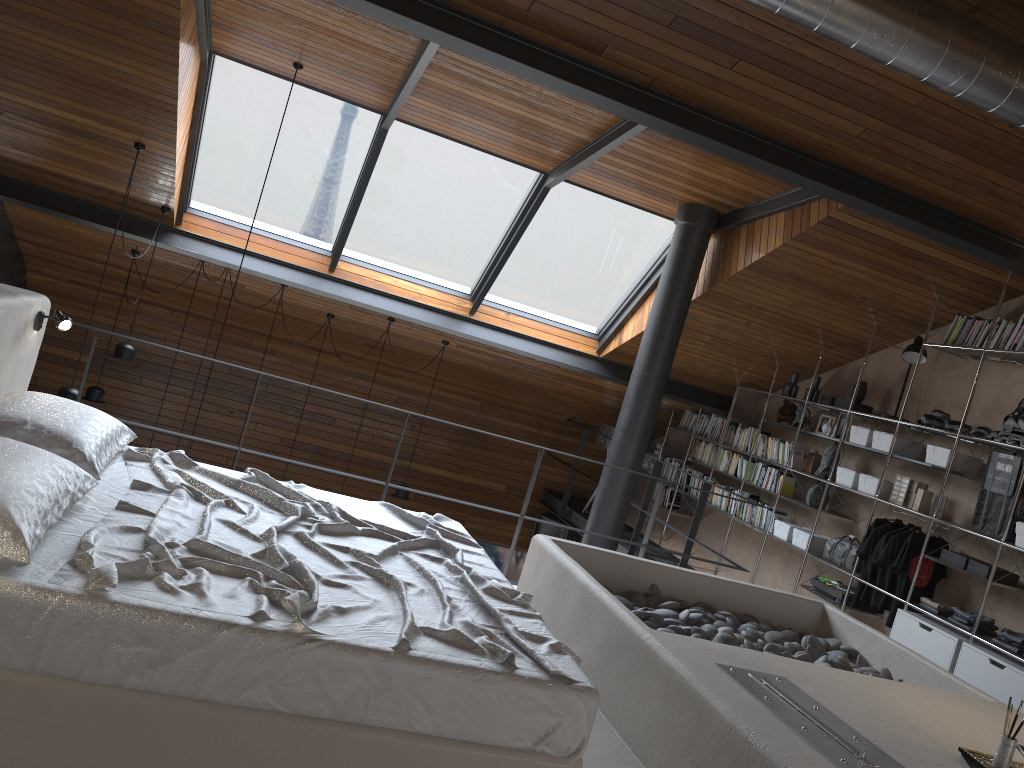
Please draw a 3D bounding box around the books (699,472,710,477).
[{"bbox_3d":[1.929,1.023,8.941,0.148,0.233,0.053,16,2,-17],"label":"books"}]

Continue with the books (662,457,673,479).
[{"bbox_3d":[1.735,0.933,9.596,0.191,0.255,0.012,16,2,-17],"label":"books"}]

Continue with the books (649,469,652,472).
[{"bbox_3d":[1.651,0.993,9.762,0.239,0.021,0.174,16,2,-11],"label":"books"}]

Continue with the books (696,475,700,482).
[{"bbox_3d":[1.912,1.027,8.872,0.171,0.218,0.047,16,2,-17],"label":"books"}]

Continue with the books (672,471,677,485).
[{"bbox_3d":[1.768,0.978,9.308,0.130,0.208,0.010,16,2,-17],"label":"books"}]

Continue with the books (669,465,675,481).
[{"bbox_3d":[1.750,0.973,9.404,0.143,0.199,0.019,16,2,-17],"label":"books"}]

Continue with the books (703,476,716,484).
[{"bbox_3d":[1.929,1.031,8.719,0.122,0.230,0.057,16,2,-17],"label":"books"}]

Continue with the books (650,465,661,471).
[{"bbox_3d":[1.668,0.949,9.761,0.258,0.016,0.181,16,2,-15],"label":"books"}]

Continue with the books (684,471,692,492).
[{"bbox_3d":[1.839,1.008,9.050,0.148,0.206,0.053,16,2,-17],"label":"books"}]

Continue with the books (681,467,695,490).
[{"bbox_3d":[1.824,0.986,9.125,0.143,0.235,0.055,16,2,-17],"label":"books"}]

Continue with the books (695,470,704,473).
[{"bbox_3d":[1.885,1.006,9.047,0.143,0.236,0.062,16,2,-17],"label":"books"}]

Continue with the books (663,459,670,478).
[{"bbox_3d":[1.721,0.941,9.568,0.148,0.234,0.013,16,2,-17],"label":"books"}]

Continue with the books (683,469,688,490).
[{"bbox_3d":[1.835,0.998,9.081,0.141,0.221,0.055,16,2,-17],"label":"books"}]

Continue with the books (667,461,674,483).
[{"bbox_3d":[1.745,0.952,9.430,0.148,0.234,0.013,16,2,-17],"label":"books"}]

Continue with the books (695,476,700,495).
[{"bbox_3d":[1.898,1.033,8.835,0.127,0.200,0.046,16,2,-17],"label":"books"}]

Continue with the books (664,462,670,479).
[{"bbox_3d":[1.715,0.956,9.511,0.130,0.208,0.010,16,2,-17],"label":"books"}]

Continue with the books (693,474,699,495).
[{"bbox_3d":[1.908,1.026,8.881,0.164,0.217,0.048,16,2,-17],"label":"books"}]

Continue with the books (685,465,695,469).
[{"bbox_3d":[1.805,0.970,9.205,0.131,0.247,0.018,16,2,-17],"label":"books"}]

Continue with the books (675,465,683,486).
[{"bbox_3d":[1.786,0.971,9.252,0.129,0.231,0.010,16,2,-17],"label":"books"}]

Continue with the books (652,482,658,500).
[{"bbox_3d":[1.607,1.181,9.635,0.127,0.201,0.011,16,2,-17],"label":"books"}]

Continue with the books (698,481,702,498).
[{"bbox_3d":[1.905,1.050,8.761,0.112,0.176,0.039,16,2,-17],"label":"books"}]

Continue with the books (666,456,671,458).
[{"bbox_3d":[1.727,0.929,9.648,0.207,0.255,0.010,16,2,-17],"label":"books"}]

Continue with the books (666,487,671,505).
[{"bbox_3d":[1.703,1.212,9.351,0.137,0.216,0.049,16,2,-17],"label":"books"}]

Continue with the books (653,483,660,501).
[{"bbox_3d":[1.608,1.183,9.593,0.127,0.201,0.011,16,2,-17],"label":"books"}]

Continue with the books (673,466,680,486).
[{"bbox_3d":[1.779,0.981,9.298,0.148,0.206,0.018,16,2,-17],"label":"books"}]

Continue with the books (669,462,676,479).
[{"bbox_3d":[1.753,0.955,9.419,0.148,0.234,0.013,16,2,-17],"label":"books"}]

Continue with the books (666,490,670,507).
[{"bbox_3d":[1.698,1.216,9.319,0.131,0.205,0.051,16,2,-17],"label":"books"}]

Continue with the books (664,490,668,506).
[{"bbox_3d":[1.684,1.217,9.372,0.126,0.197,0.047,16,2,-17],"label":"books"}]

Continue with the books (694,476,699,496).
[{"bbox_3d":[1.888,1.030,8.844,0.127,0.200,0.046,16,2,-17],"label":"books"}]

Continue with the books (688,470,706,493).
[{"bbox_3d":[1.877,1.005,9.012,0.148,0.233,0.053,16,2,-17],"label":"books"}]

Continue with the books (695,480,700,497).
[{"bbox_3d":[1.893,1.047,8.820,0.119,0.171,0.044,16,2,-17],"label":"books"}]

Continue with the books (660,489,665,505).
[{"bbox_3d":[1.644,1.210,9.444,0.112,0.177,0.009,16,2,-17],"label":"books"}]

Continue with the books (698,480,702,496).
[{"bbox_3d":[1.908,1.047,8.773,0.117,0.182,0.044,16,2,-17],"label":"books"}]

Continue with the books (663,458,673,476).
[{"bbox_3d":[1.742,0.938,9.586,0.192,0.251,0.012,16,2,-17],"label":"books"}]

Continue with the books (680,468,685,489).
[{"bbox_3d":[1.815,0.991,9.155,0.132,0.219,0.058,16,2,-17],"label":"books"}]

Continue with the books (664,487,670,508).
[{"bbox_3d":[1.687,1.208,9.360,0.133,0.218,0.051,16,2,-17],"label":"books"}]

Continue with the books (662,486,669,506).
[{"bbox_3d":[1.683,1.202,9.409,0.155,0.215,0.055,16,2,-17],"label":"books"}]

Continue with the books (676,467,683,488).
[{"bbox_3d":[1.787,0.981,9.183,0.137,0.215,0.014,16,2,-17],"label":"books"}]

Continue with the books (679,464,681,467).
[{"bbox_3d":[1.784,0.969,9.322,0.129,0.231,0.010,16,2,-17],"label":"books"}]

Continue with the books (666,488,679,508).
[{"bbox_3d":[1.703,1.212,9.306,0.137,0.216,0.049,16,2,-17],"label":"books"}]

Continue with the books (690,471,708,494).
[{"bbox_3d":[1.891,1.011,8.966,0.148,0.233,0.053,16,2,-17],"label":"books"}]

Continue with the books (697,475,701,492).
[{"bbox_3d":[1.931,1.030,8.828,0.177,0.217,0.046,16,2,-17],"label":"books"}]

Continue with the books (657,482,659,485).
[{"bbox_3d":[1.632,1.179,9.619,0.171,0.220,0.010,16,2,-17],"label":"books"}]

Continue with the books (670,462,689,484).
[{"bbox_3d":[1.772,0.958,9.388,0.146,0.240,0.023,16,2,-17],"label":"books"}]

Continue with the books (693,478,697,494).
[{"bbox_3d":[1.887,1.029,8.886,0.127,0.200,0.046,16,2,-17],"label":"books"}]

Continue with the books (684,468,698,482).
[{"bbox_3d":[1.841,0.992,9.115,0.148,0.233,0.053,16,2,-17],"label":"books"}]

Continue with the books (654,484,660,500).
[{"bbox_3d":[1.617,1.186,9.585,0.127,0.201,0.011,16,2,-17],"label":"books"}]

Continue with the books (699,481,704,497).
[{"bbox_3d":[1.908,1.053,8.734,0.111,0.174,0.041,16,2,-17],"label":"books"}]

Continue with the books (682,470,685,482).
[{"bbox_3d":[1.820,0.996,9.138,0.136,0.212,0.051,16,2,-17],"label":"books"}]

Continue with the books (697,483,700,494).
[{"bbox_3d":[1.910,1.035,8.809,0.125,0.206,0.055,16,2,-17],"label":"books"}]

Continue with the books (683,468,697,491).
[{"bbox_3d":[1.840,0.993,9.067,0.148,0.233,0.053,16,2,-17],"label":"books"}]

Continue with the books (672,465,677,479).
[{"bbox_3d":[1.773,0.977,9.372,0.148,0.206,0.014,16,2,-17],"label":"books"}]

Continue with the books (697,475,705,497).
[{"bbox_3d":[1.927,1.032,8.795,0.161,0.222,0.055,16,2,-17],"label":"books"}]

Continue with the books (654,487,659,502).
[{"bbox_3d":[1.612,1.200,9.571,0.119,0.172,0.014,16,2,-17],"label":"books"}]

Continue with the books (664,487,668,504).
[{"bbox_3d":[1.679,1.209,9.388,0.123,0.203,0.054,16,2,-17],"label":"books"}]

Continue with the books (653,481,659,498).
[{"bbox_3d":[1.629,1.178,9.629,0.164,0.219,0.010,16,2,-17],"label":"books"}]

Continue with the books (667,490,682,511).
[{"bbox_3d":[1.702,1.224,9.290,0.138,0.191,0.049,16,2,-17],"label":"books"}]

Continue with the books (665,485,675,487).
[{"bbox_3d":[1.649,1.183,9.466,0.122,0.230,0.017,16,2,-17],"label":"books"}]

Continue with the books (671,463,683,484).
[{"bbox_3d":[1.776,0.964,9.357,0.148,0.234,0.013,16,2,-17],"label":"books"}]
